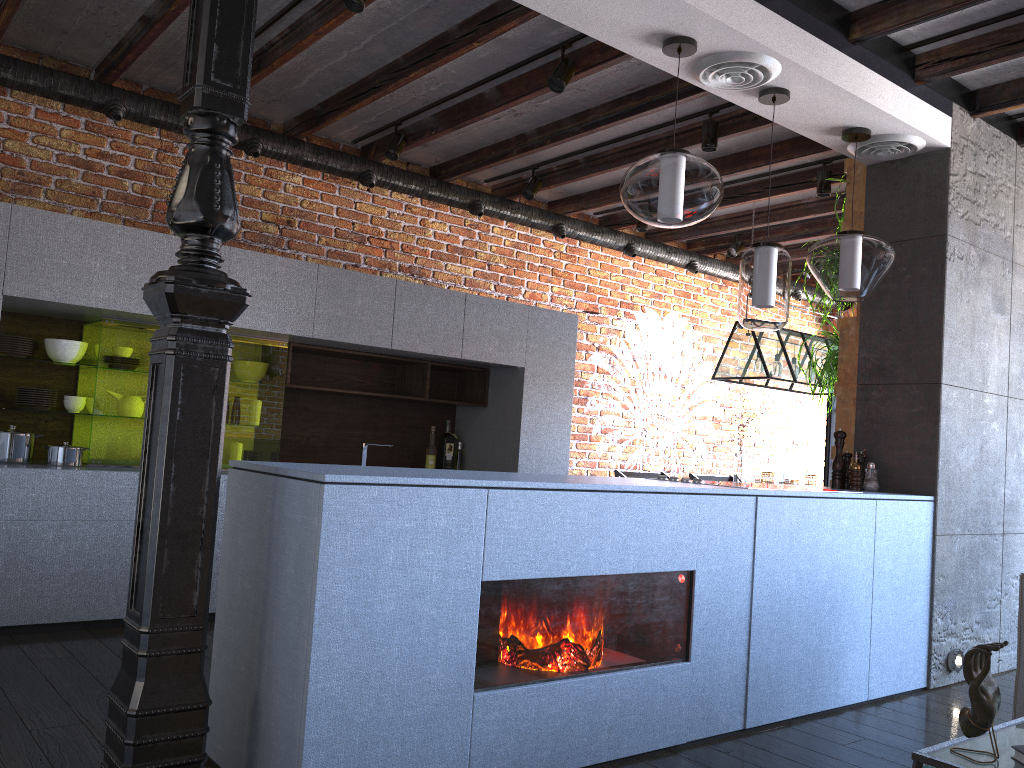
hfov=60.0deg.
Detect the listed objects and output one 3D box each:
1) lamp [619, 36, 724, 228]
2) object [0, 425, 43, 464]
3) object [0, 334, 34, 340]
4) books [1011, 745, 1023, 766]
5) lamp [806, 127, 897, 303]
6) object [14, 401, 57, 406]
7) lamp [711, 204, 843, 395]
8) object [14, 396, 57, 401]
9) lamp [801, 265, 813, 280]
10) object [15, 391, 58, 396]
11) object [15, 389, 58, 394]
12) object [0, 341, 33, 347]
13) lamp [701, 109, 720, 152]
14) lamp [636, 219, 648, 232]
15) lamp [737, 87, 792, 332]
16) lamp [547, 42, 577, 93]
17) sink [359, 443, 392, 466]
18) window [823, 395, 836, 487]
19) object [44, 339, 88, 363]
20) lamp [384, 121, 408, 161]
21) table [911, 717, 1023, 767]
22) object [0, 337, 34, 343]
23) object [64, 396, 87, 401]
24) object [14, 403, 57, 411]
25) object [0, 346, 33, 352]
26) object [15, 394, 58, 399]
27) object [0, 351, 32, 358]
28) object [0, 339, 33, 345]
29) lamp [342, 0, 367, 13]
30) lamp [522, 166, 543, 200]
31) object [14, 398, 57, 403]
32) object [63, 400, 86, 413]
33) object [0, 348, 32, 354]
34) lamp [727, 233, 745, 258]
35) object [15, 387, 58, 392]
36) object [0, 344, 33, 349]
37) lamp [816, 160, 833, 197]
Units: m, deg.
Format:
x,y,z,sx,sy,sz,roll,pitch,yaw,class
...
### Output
x,y,z,sx,sy,sz,roll,pitch,yaw,class
0.579,-0.889,3.157,0.364,0.664,0.364,1,-4,35,lamp
-2.301,0.277,4.076,0.208,0.178,0.193,4,-4,4,object
-2.336,-0.207,4.143,0.180,0.027,0.180,3,-4,20,object
1.024,0.703,1.620,0.129,0.029,0.182,4,-4,-1,books
1.488,-0.736,3.877,0.367,0.746,0.367,3,-4,15,lamp
-2.259,0.099,4.202,0.180,0.027,0.180,3,-4,20,object
1.968,-0.605,6.136,1.258,1.266,0.465,7,-5,-38,lamp
-2.257,0.078,4.203,0.180,0.027,0.180,3,-4,20,object
2.531,-0.982,7.553,0.160,0.206,0.093,7,-5,-41,lamp
-2.256,0.057,4.204,0.180,0.027,0.180,3,-4,20,object
-2.255,0.046,4.205,0.180,0.027,0.180,3,-4,20,object
-2.338,-0.175,4.141,0.180,0.027,0.180,3,-4,20,object
1.020,-1.302,4.563,0.082,0.184,0.116,3,-4,12,lamp
0.932,-1.186,6.315,0.083,0.188,0.124,4,-4,-4,lamp
1.018,-0.688,3.521,0.198,0.955,0.195,4,-4,-8,lamp
0.228,-1.387,3.918,0.093,0.210,0.145,0,-5,44,lamp
-0.549,0.520,5.316,0.827,0.287,0.381,7,-5,-38,sink
3.678,0.224,7.498,0.177,2.232,3.145,5,-4,-21,window
-2.161,-0.151,4.290,0.191,0.113,0.191,6,-4,-30,object
-0.653,-1.372,5.037,0.092,0.209,0.140,1,-4,36,lamp
1.280,0.927,1.614,0.849,0.388,0.842,7,-5,-38,table
-2.337,-0.197,4.142,0.180,0.027,0.180,3,-4,20,object
-2.128,0.090,4.315,0.100,0.059,0.100,6,-4,-24,object
-2.259,0.110,4.201,0.180,0.027,0.180,3,-4,20,object
-2.340,-0.154,4.139,0.180,0.027,0.180,3,-4,20,object
-2.256,0.067,4.204,0.180,0.027,0.180,3,-4,20,object
-2.341,-0.133,4.138,0.180,0.027,0.180,3,-4,20,object
-2.338,-0.186,4.141,0.180,0.027,0.180,3,-4,20,object
-0.567,-1.488,3.299,0.091,0.203,0.119,2,-4,31,lamp
0.136,-1.274,5.659,0.093,0.210,0.148,1,-5,39,lamp
-2.258,0.089,4.202,0.180,0.027,0.180,3,-4,20,object
-2.129,0.110,4.313,0.100,0.059,0.100,6,-4,-24,object
-2.341,-0.143,4.139,0.180,0.027,0.180,3,-4,20,object
1.757,-1.080,6.938,0.093,0.201,0.162,0,-5,45,lamp
-2.254,0.036,4.206,0.180,0.027,0.180,3,-4,20,object
-2.339,-0.165,4.140,0.180,0.027,0.180,3,-4,20,object
1.832,-1.202,5.203,0.082,0.184,0.113,3,-4,18,lamp
